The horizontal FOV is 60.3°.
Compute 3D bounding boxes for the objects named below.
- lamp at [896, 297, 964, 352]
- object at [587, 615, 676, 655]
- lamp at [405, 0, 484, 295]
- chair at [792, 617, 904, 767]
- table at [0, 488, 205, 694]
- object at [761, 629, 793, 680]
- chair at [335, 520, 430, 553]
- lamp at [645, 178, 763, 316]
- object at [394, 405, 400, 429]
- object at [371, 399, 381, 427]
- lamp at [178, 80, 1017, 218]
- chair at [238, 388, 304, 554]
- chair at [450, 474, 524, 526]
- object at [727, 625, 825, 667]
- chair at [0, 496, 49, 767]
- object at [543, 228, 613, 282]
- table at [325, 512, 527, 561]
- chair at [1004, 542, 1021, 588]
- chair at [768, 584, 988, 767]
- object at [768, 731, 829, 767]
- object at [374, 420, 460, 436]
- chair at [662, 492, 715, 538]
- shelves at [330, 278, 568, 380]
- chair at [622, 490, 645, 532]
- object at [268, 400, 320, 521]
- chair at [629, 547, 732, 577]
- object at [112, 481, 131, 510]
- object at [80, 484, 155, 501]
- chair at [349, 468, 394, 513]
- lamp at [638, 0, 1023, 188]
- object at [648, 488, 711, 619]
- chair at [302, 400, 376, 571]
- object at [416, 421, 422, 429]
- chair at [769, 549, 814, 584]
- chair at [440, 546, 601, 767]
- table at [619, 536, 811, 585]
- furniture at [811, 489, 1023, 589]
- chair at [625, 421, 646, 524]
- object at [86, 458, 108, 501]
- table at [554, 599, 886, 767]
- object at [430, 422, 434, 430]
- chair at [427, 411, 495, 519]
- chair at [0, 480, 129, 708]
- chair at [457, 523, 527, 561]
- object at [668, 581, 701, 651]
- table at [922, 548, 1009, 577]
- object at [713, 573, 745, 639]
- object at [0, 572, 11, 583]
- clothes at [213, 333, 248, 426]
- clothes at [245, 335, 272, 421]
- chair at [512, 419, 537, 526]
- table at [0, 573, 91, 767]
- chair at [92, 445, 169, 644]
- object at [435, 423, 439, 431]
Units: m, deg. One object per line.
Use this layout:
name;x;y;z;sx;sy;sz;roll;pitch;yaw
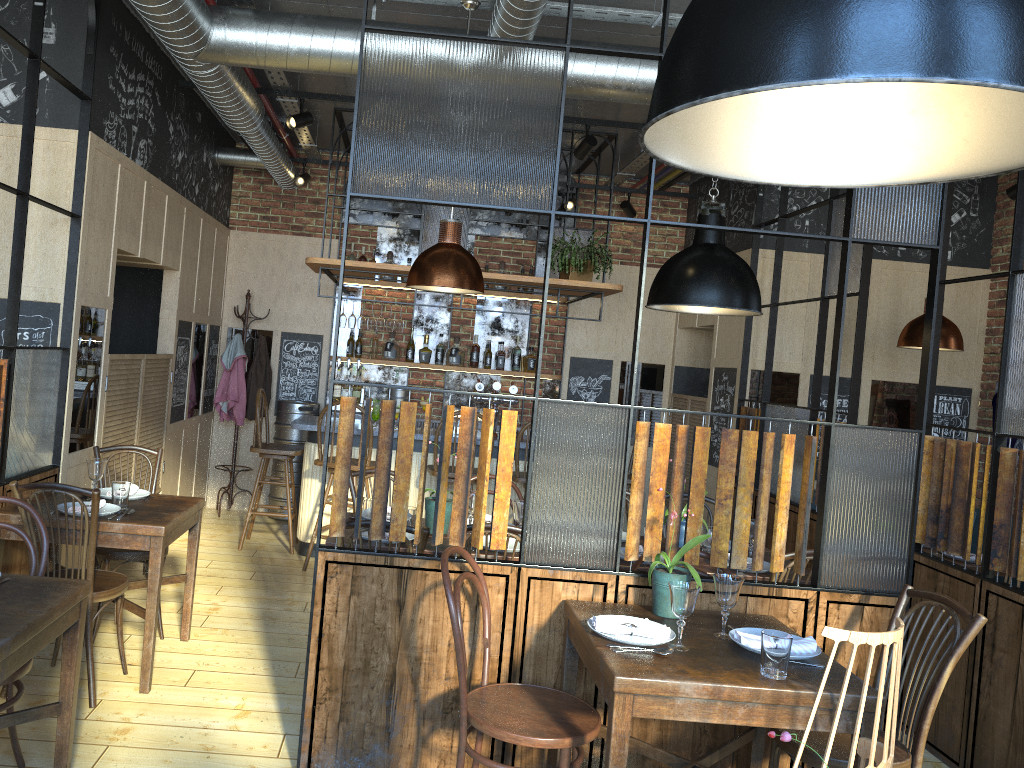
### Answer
lamp;2.653;-0.881;5.469;0.362;1.334;0.375;5;0;-12
object;0.372;0.761;2.731;0.270;0.051;0.325;5;1;-1
lamp;-0.252;-1.099;4.079;0.353;1.334;0.384;5;1;-32
chair;0.710;1.057;2.227;0.513;1.005;0.470;5;1;-33
table;-1.919;0.921;4.102;0.747;0.727;0.754;5;1;-4
object;0.742;0.763;2.484;0.082;0.119;0.086;5;1;-15
chair;-0.535;0.955;3.524;0.406;0.915;0.520;5;1;0
lamp;0.950;-1.001;4.109;0.538;1.326;0.521;5;0;8
object;-0.867;0.234;6.583;0.110;0.197;0.102;5;1;24
object;-1.017;0.214;6.597;0.066;0.211;0.071;5;0;-21
lamp;0.060;-1.620;4.784;7.196;0.274;6.297;5;1;-4
chair;-1.784;0.638;6.673;0.410;1.195;0.438;5;0;-5
chair;-0.177;0.961;4.593;0.448;0.920;0.537;5;1;12
object;0.814;0.798;2.755;0.270;0.051;0.325;5;1;-1
chair;-1.772;0.865;2.854;0.430;0.920;0.560;5;1;-13
object;0.546;-0.927;6.454;0.480;0.369;0.629;4;1;-27
table;-0.350;1.056;4.083;1.027;0.727;0.731;5;1;-3
chair;2.213;1.155;3.551;0.439;1.005;0.550;5;1;-18
chair;1.106;1.114;2.804;0.515;0.915;0.411;5;1;-9
object;0.422;0.679;1.107;0.224;0.431;0.133;5;0;15
object;-0.678;0.301;6.552;0.764;0.106;0.201;5;1;-2
chair;0.939;1.057;4.579;0.406;0.915;0.520;5;1;0
shelves;-0.589;-0.505;8.176;2.111;0.746;0.606;5;1;-2
chair;0.530;1.023;4.520;0.403;0.915;0.525;5;1;-5
object;-1.936;0.673;7.820;0.415;1.035;0.382;5;1;31
chair;0.628;1.056;3.494;0.448;0.920;0.537;5;1;12
object;-1.788;0.508;4.024;0.088;0.119;0.081;5;1;27
object;-1.922;0.525;4.304;0.325;0.051;0.269;5;1;0
chair;-0.628;0.924;4.502;0.389;0.915;0.543;5;1;-30
lamp;0.494;-0.970;1.144;0.542;1.326;0.517;5;1;13
object;0.568;0.583;3.025;0.217;0.426;0.133;5;1;30
chair;-1.146;0.705;6.167;0.446;1.195;0.402;5;0;15
object;-0.713;0.316;6.749;0.041;0.059;0.043;5;1;-15
chair;1.063;1.089;3.694;0.393;0.915;0.537;5;1;-20
chair;0.010;1.019;2.822;0.566;0.920;0.425;5;1;18
table;0.774;1.152;4.113;1.027;0.727;0.731;5;1;-3
furniture;2.643;1.227;5.714;1.485;0.822;1.451;5;1;-4
chair;0.786;0.858;6.740;0.417;1.195;0.431;5;0;5
object;-1.970;0.453;4.166;0.101;0.191;0.096;5;1;16
table;0.571;1.167;2.761;0.747;0.727;0.754;5;1;-4
object;-0.620;0.324;6.760;0.041;0.059;0.043;5;1;-15
chair;-0.391;0.769;6.218;0.429;1.195;0.419;5;0;-10
chair;-1.853;0.837;3.725;0.406;0.915;0.520;5;1;0
chair;-0.102;0.989;3.666;0.406;0.915;0.520;5;1;0
object;0.514;0.703;2.667;0.103;0.191;0.094;5;1;43
table;2.440;1.327;5.460;0.740;0.603;0.748;5;1;-4
object;0.686;0.714;2.827;0.094;0.191;0.102;5;1;-29
object;-1.724;0.581;2.688;0.325;0.051;0.269;5;1;0
clothes;-2.418;-0.046;7.623;0.279;0.791;0.233;5;0;22
clothes;-2.239;-0.051;7.841;0.210;0.770;0.240;5;0;-8
chair;0.197;0.819;6.234;0.436;1.195;0.412;5;0;0
table;-1.719;0.977;2.472;0.747;0.727;0.754;5;1;-4
chair;-1.996;0.804;4.586;0.389;0.915;0.543;5;1;-30
object;-0.573;0.328;6.761;0.042;0.059;0.041;5;1;6
